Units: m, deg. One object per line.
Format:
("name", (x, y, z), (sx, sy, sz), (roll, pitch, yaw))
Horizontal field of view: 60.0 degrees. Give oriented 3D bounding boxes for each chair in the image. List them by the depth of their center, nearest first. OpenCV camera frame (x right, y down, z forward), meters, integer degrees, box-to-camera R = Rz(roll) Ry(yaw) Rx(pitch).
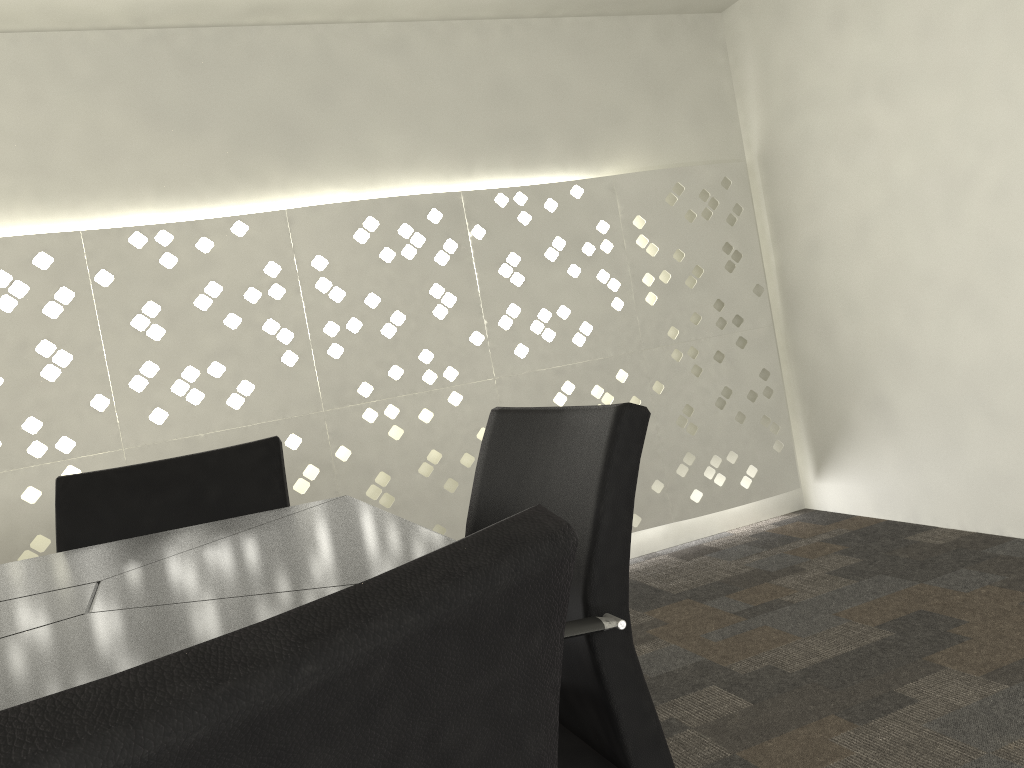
("chair", (-0.209, 0.481, 0.472), (0.559, 0.757, 0.579), (-11, 2, -32))
("chair", (-0.060, 0.434, 1.063), (0.579, 0.757, 0.559), (-11, 2, -17))
("chair", (-0.540, 0.507, 1.485), (0.559, 0.757, 0.579), (-10, 2, -2))

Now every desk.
("desk", (-1.601, 0.784, 0.459), (3.364, 0.658, 1.223), (-11, 2, -22))
